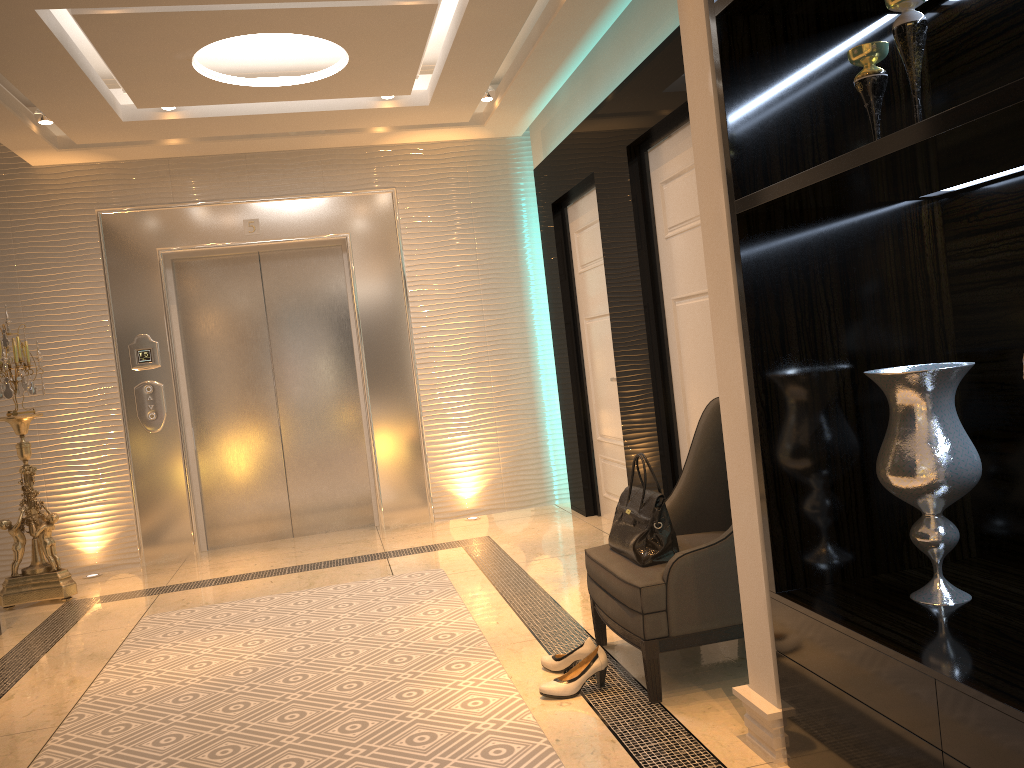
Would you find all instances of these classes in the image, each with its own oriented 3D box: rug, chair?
[{"bbox_3d":[-0.591,1.094,2.141,1.526,0.015,5.025,-7,2,-12],"label":"rug"},{"bbox_3d":[0.623,0.482,3.020,0.702,0.898,0.625,-7,2,-10],"label":"chair"}]

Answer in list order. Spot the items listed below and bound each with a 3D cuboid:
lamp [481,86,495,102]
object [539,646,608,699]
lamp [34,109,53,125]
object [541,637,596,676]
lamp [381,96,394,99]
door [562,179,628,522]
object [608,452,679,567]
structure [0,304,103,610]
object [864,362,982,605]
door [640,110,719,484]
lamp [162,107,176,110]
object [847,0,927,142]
[{"bbox_3d":[-0.159,-1.799,5.437,0.107,0.127,0.107,-8,2,-31],"label":"lamp"},{"bbox_3d":[0.198,0.923,2.837,0.235,0.135,0.084,-7,2,-10],"label":"object"},{"bbox_3d":[-2.595,-1.506,4.924,0.107,0.127,0.107,-8,2,-31],"label":"lamp"},{"bbox_3d":[0.196,0.917,3.030,0.235,0.135,0.084,-5,2,36],"label":"object"},{"bbox_3d":[-0.728,-1.725,5.158,0.107,0.127,0.107,-6,2,7],"label":"lamp"},{"bbox_3d":[0.540,-0.154,5.276,0.089,2.034,0.919,-7,2,-12],"label":"door"},{"bbox_3d":[0.429,0.406,2.991,0.168,0.345,0.366,-7,2,-13],"label":"object"},{"bbox_3d":[-2.704,0.387,5.244,0.382,1.715,0.811,-6,2,12],"label":"structure"},{"bbox_3d":[0.939,0.223,1.996,0.221,0.522,0.221,-7,2,-7],"label":"object"},{"bbox_3d":[0.838,-0.142,3.866,0.089,2.034,0.919,-7,2,-12],"label":"door"},{"bbox_3d":[-1.908,-1.584,4.910,0.107,0.127,0.107,-6,2,7],"label":"lamp"},{"bbox_3d":[0.764,-0.635,1.788,0.079,0.361,0.176,-8,2,-31],"label":"object"}]
